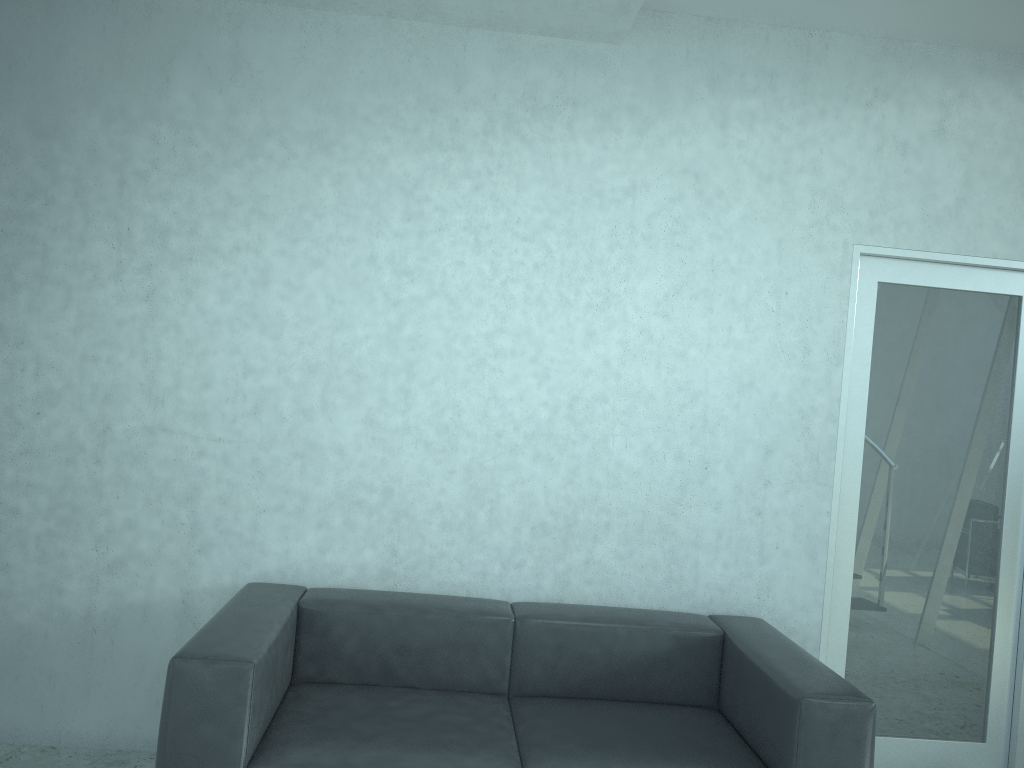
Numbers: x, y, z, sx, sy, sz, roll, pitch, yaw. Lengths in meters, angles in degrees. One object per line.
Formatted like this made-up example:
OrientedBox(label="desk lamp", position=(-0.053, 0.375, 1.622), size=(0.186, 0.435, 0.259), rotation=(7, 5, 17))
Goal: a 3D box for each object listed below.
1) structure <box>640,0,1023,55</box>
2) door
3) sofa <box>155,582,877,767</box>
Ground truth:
OrientedBox(label="structure", position=(1.814, -0.468, 1.614), size=(2.655, 4.156, 3.780), rotation=(5, -1, -4))
OrientedBox(label="door", position=(2.587, 0.300, 4.063), size=(1.162, 3.200, 2.576), rotation=(5, -1, 44))
OrientedBox(label="sofa", position=(0.002, 1.121, 2.884), size=(2.025, 0.652, 0.943), rotation=(5, -1, -4))
